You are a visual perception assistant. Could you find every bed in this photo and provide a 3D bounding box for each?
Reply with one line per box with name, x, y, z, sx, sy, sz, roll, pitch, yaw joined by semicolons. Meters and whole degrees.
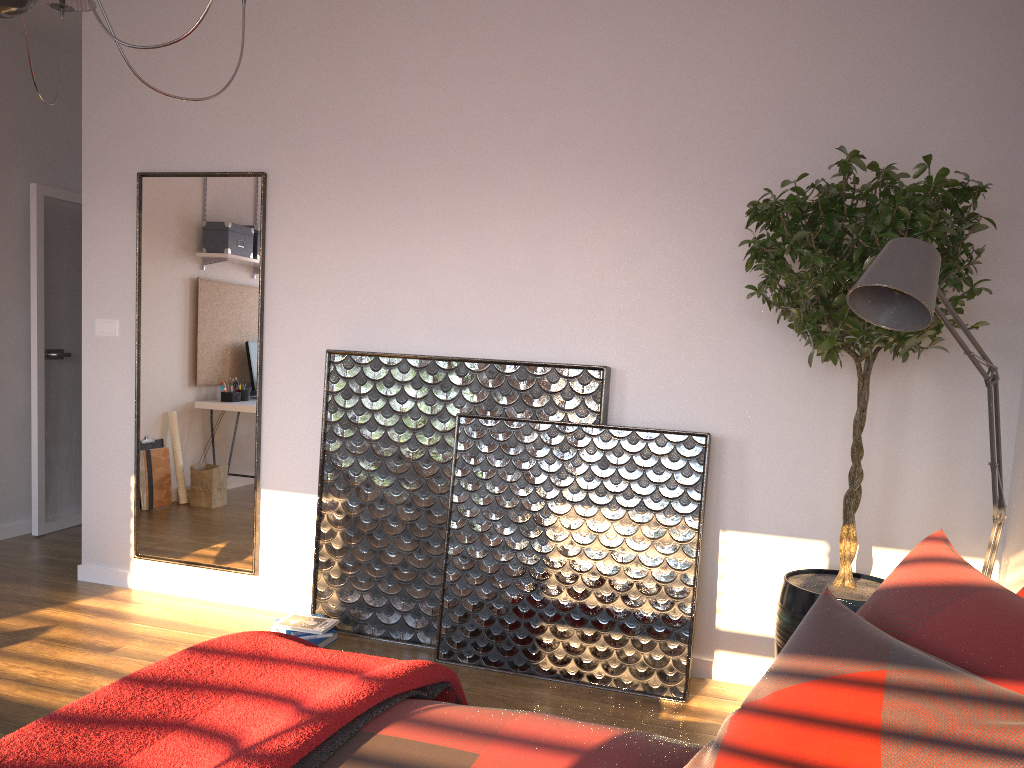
bed;-0.119;0.884;1.243;2.310;0.774;2.029;4;4;16

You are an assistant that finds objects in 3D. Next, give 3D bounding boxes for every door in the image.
door;-2.283;-0.136;5.556;1.032;2.140;0.994;5;6;17

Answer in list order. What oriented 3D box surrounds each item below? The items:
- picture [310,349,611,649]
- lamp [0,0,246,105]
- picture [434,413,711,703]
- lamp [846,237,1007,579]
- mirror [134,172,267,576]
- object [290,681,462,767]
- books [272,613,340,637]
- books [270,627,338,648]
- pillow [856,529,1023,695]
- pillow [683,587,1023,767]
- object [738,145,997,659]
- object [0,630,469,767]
picture;-0.248;0.513;3.776;1.247;1.259;0.171;4;6;17
lamp;-1.029;-1.203;1.741;1.245;1.084;1.097;4;5;17
picture;0.226;0.666;3.526;1.024;1.032;0.209;4;6;17
lamp;1.085;0.227;2.283;0.788;1.133;0.278;0;7;-32
mirror;-1.478;-0.048;4.187;0.682;1.865;0.065;5;6;16
object;-0.896;0.930;1.475;1.120;0.570;2.498;4;3;17
books;-0.883;1.026;3.777;0.270;0.050;0.257;4;3;13
books;-0.863;1.078;3.758;0.270;0.050;0.257;1;4;-28
pillow;0.536;0.609;1.094;0.527;0.554;1.808;4;4;18
pillow;0.479;0.638;1.030;1.143;0.737;2.135;4;3;15
object;1.147;0.228;3.063;0.800;2.030;0.809;5;6;20
object;-0.747;0.908;1.466;0.682;0.663;2.636;4;3;18
